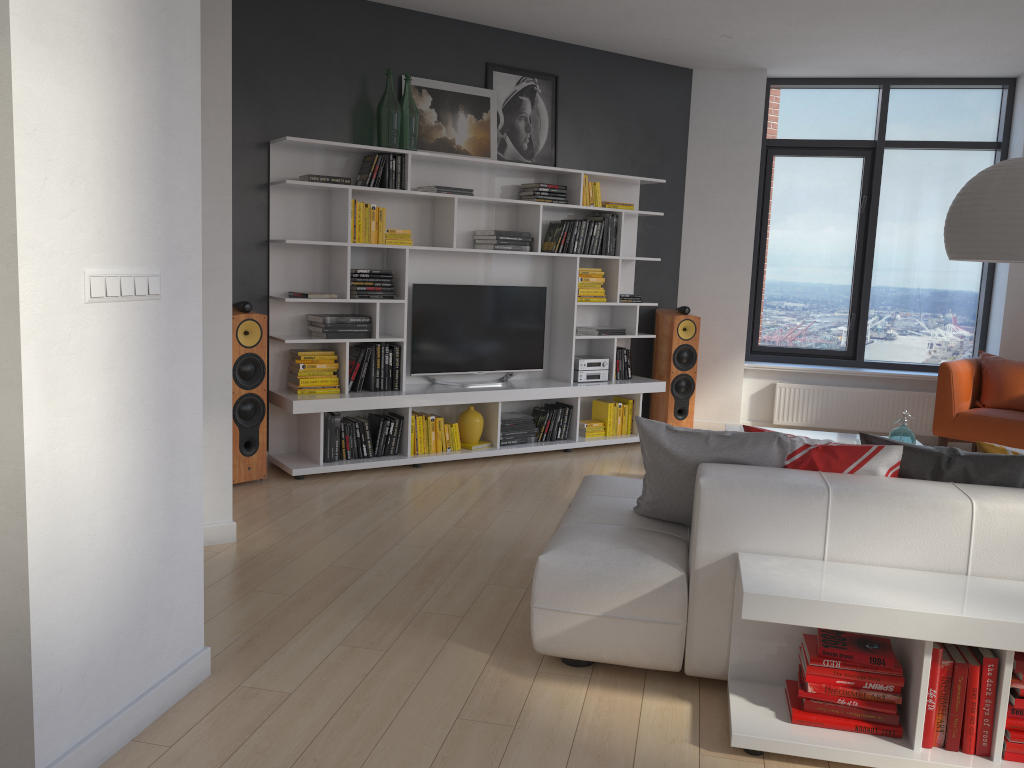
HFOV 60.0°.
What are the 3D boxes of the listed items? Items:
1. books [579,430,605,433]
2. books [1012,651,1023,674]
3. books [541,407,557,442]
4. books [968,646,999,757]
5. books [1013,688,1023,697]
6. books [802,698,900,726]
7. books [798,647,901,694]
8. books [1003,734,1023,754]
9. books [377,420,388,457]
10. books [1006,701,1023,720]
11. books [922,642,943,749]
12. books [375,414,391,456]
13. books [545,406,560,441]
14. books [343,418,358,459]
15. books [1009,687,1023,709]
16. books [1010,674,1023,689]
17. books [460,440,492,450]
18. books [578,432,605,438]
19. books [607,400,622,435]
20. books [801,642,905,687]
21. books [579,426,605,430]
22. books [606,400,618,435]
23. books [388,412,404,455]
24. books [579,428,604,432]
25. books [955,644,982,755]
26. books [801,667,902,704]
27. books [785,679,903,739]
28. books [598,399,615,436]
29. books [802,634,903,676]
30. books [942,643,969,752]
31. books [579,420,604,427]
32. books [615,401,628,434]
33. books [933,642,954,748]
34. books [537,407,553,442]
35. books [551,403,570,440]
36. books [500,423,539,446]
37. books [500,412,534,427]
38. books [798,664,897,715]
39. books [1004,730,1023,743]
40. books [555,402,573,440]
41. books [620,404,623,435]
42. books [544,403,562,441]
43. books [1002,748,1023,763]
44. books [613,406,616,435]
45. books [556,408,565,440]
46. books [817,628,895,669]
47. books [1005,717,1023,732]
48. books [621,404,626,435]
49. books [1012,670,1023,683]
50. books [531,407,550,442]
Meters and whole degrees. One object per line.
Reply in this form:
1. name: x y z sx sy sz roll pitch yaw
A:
1. books: 0.598 0.355 6.835 0.196 0.011 0.148 -3 9 -33
2. books: 1.505 0.759 2.477 0.259 0.034 0.206 4 8 9
3. books: 0.246 0.297 6.586 0.081 0.233 0.169 -3 9 -34
4. books: 1.321 0.870 2.526 0.049 0.291 0.214 4 8 11
5. books: 1.516 0.839 2.475 0.236 0.023 0.178 4 8 12
6. books: 1.002 0.936 2.652 0.259 0.034 0.206 4 8 14
7. books: 1.005 0.855 2.656 0.261 0.028 0.191 4 8 11
8. books: 1.503 0.989 2.476 0.282 0.030 0.188 4 8 13
9. books: -0.886 0.348 5.844 0.069 0.242 0.172 -3 9 -32
10. books: 1.512 0.894 2.504 0.279 0.039 0.206 4 8 13
11. books: 1.183 0.860 2.555 0.036 0.294 0.208 4 8 12
12. books: -0.879 0.336 5.877 0.075 0.254 0.192 -3 9 -34
13. books: 0.282 0.294 6.594 0.069 0.242 0.172 -3 9 -32
14. books: -1.051 0.354 5.737 0.050 0.242 0.169 -3 9 -34
15. books: 1.507 0.863 2.485 0.261 0.027 0.191 3 8 7
16. books: 1.501 0.814 2.484 0.257 0.025 0.182 4 8 12
17. books: -0.307 0.419 6.270 0.270 0.029 0.204 9 10 41
18. books: 0.598 0.378 6.834 0.190 0.033 0.147 -3 9 -33
19. books: 0.782 0.260 6.943 0.035 0.250 0.185 -3 9 -33
20. books: 1.006 0.830 2.636 0.269 0.028 0.179 4 8 13
21. books: 0.602 0.326 6.828 0.187 0.014 0.134 -3 9 -33
22. books: 0.758 0.261 6.930 0.019 0.251 0.180 -3 9 -33
23. books: -0.796 0.330 5.930 0.066 0.260 0.197 -3 9 -33
24. books: 0.605 0.344 6.814 0.169 0.018 0.113 -2 9 -32
25. books: 1.285 0.884 2.530 0.042 0.259 0.195 4 8 12
26. books: 1.005 0.882 2.643 0.257 0.025 0.182 4 8 12
27. books: 0.983 0.969 2.652 0.301 0.032 0.227 4 8 12
28. books: 0.724 0.258 6.910 0.015 0.263 0.199 -3 9 -33
29. books: 1.006 0.804 2.636 0.254 0.025 0.178 4 8 11
30. books: 1.250 0.881 2.547 0.034 0.259 0.207 4 8 12
31. books: 0.593 0.305 6.834 0.186 0.026 0.138 -3 9 -33
32. books: 0.847 0.265 6.989 0.024 0.234 0.172 -3 9 -33
33. books: 1.217 0.879 2.553 0.031 0.255 0.181 4 8 12
34. books: 0.212 0.297 6.580 0.096 0.234 0.187 -3 9 -33
35. books: 0.341 0.282 6.661 0.084 0.249 0.191 -3 9 -33
36. books: -0.022 0.349 6.465 0.343 0.137 0.277 -4 10 -38
37. books: -0.036 0.255 6.467 0.310 0.047 0.250 -4 10 -38
38. books: 0.992 0.908 2.642 0.266 0.026 0.187 5 8 17
39. books: 1.504 0.961 2.476 0.266 0.026 0.187 4 8 11
40. books: 0.369 0.276 6.680 0.066 0.260 0.197 -3 9 -33
41. books: 0.805 0.264 6.961 0.023 0.239 0.169 -3 9 -33
42. books: 0.287 0.282 6.627 0.075 0.254 0.192 -3 9 -34
43. books: 1.503 1.015 2.498 0.274 0.029 0.200 4 8 11
44. books: 0.750 0.277 6.905 0.024 0.229 0.156 -3 9 -33
45. books: 0.313 0.289 6.637 0.068 0.243 0.179 -3 9 -34
46. books: 1.012 0.779 2.622 0.206 0.029 0.152 5 8 17
47. books: 1.516 0.929 2.507 0.301 0.032 0.227 4 8 12
48. books: 0.827 0.266 6.972 0.024 0.234 0.172 -3 9 -33
49. books: 1.519 0.791 2.470 0.266 0.026 0.187 3 8 6
50. books: 0.186 0.298 6.558 0.104 0.234 0.182 -3 9 -33
